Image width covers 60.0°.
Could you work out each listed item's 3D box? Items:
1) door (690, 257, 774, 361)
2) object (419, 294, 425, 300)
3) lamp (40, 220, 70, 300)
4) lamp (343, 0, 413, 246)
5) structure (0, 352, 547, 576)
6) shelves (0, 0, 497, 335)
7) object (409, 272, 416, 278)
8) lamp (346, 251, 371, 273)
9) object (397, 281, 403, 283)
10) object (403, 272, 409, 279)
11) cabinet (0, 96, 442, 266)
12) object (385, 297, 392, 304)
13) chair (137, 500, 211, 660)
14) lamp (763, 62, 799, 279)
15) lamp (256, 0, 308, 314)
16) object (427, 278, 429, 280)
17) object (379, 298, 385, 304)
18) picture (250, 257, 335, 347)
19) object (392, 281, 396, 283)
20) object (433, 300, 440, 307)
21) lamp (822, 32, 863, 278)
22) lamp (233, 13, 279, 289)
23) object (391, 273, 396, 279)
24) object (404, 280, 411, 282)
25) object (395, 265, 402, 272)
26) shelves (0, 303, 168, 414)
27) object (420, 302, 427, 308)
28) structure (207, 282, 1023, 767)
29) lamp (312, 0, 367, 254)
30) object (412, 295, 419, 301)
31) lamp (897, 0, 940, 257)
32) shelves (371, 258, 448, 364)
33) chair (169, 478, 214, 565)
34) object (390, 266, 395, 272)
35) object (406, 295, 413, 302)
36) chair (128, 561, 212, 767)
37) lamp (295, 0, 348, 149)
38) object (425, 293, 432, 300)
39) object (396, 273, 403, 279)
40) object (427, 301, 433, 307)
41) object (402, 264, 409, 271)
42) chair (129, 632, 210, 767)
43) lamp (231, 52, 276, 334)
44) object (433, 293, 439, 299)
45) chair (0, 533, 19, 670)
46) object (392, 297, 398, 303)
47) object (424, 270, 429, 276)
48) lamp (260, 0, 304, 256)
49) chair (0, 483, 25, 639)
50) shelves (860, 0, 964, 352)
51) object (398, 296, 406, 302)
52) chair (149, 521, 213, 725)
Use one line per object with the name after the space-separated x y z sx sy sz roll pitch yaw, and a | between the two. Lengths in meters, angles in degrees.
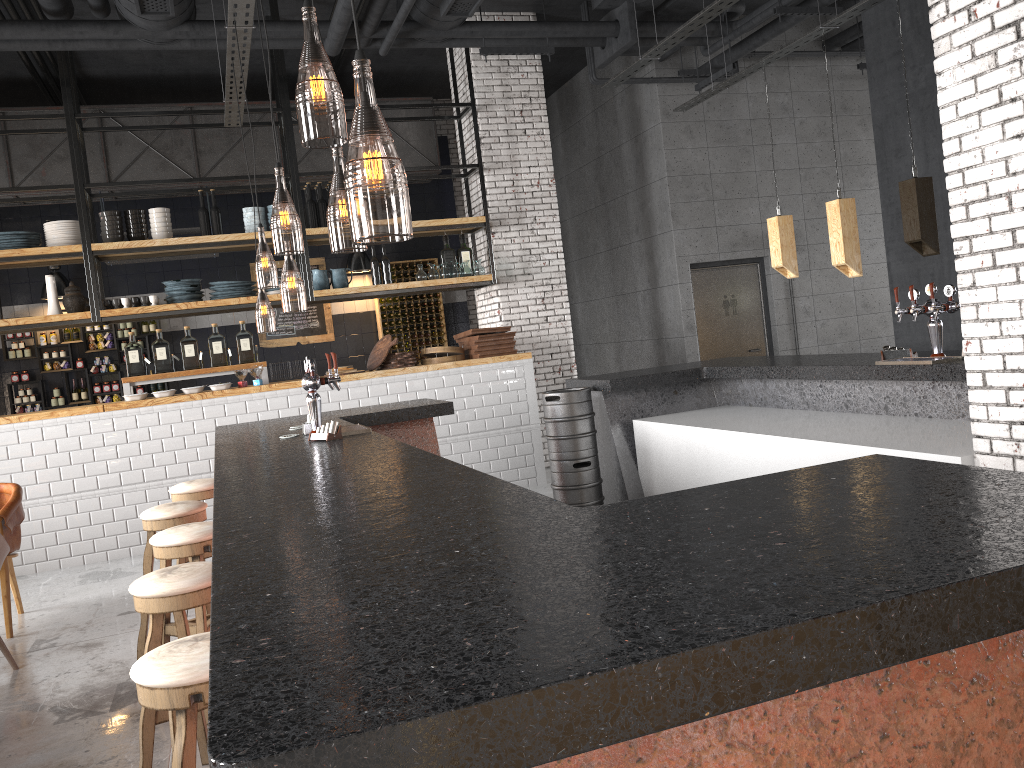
2.657 -0.442 10.731 1.121 2.101 0.158 -7 2 -18 | door
-1.227 -1.191 12.144 0.079 0.079 0.283 -7 3 -18 | object
-5.528 -1.503 10.684 0.390 0.936 0.390 -7 2 -16 | lamp
-0.314 -1.038 1.491 0.108 1.598 0.108 -6 2 14 | lamp
-2.696 0.713 8.514 5.804 1.345 1.511 -8 3 -18 | structure
-3.103 -2.201 8.477 5.681 3.064 0.597 -8 2 -18 | shelves
-1.351 -1.492 12.100 0.079 0.079 0.283 -7 3 -18 | object
-2.084 -1.964 11.799 0.390 0.936 0.390 -7 2 -16 | lamp
-1.512 -1.364 12.029 0.079 0.079 0.283 -7 3 -18 | object
-1.440 -1.480 12.070 0.079 0.079 0.283 -7 3 -18 | object
-3.768 -2.402 10.667 5.868 1.767 0.682 -8 2 -18 | cabinet
-1.659 -1.131 11.958 0.079 0.079 0.283 -7 3 -18 | object
-1.732 1.032 4.685 0.481 0.805 0.438 -9 3 -44 | chair
1.877 -1.521 6.339 0.127 1.546 0.127 -7 2 -18 | lamp
-1.031 -1.104 3.818 0.108 1.598 0.108 -8 2 -37 | lamp
-1.156 -1.411 12.148 0.079 0.079 0.283 -7 3 -18 | object
-1.754 -1.119 11.947 0.079 0.079 0.283 -7 3 -18 | object
-2.931 -1.085 11.851 0.981 1.141 0.020 -7 2 -18 | picture
-1.606 -1.352 12.014 0.079 0.079 0.283 -7 3 -18 | object
-1.031 -1.110 12.188 0.079 0.079 0.283 -7 3 -18 | object
2.087 -1.483 5.723 0.127 1.606 0.127 -7 2 -18 | lamp
-1.313 -1.273 4.414 0.108 1.598 0.108 -6 2 14 | lamp
-1.607 -1.456 11.978 0.079 0.079 0.283 -7 3 -18 | object
-1.417 -1.375 12.041 0.079 0.079 0.283 -7 3 -18 | object
-1.542 -1.572 12.041 0.079 0.079 0.283 -7 3 -18 | object
-5.217 -0.193 10.904 1.762 1.481 0.157 -7 2 -18 | shelves
-1.208 -1.086 12.128 0.079 0.079 0.283 -7 3 -18 | object
0.848 0.415 4.323 4.313 1.532 5.876 -8 3 -18 | structure
-0.563 -1.114 2.584 0.108 1.460 0.108 -5 2 43 | lamp
-1.310 -1.179 12.095 0.079 0.079 0.283 -7 3 -18 | object
2.289 -1.505 5.105 0.127 1.546 0.127 -7 2 -18 | lamp
-1.353 -0.604 12.145 0.890 2.147 0.251 -7 2 -18 | shelves
-1.997 1.015 5.608 0.480 0.805 0.439 -5 3 40 | chair
-1.625 -1.560 11.993 0.079 0.079 0.283 -7 3 -18 | object
-1.392 -1.167 12.047 0.079 0.079 0.283 -7 3 -18 | object
-1.160 1.048 3.090 0.439 0.805 0.480 -9 3 -44 | chair
-0.519 -1.340 1.993 0.108 1.598 0.108 -6 2 14 | lamp
-1.137 -1.203 12.169 0.079 0.079 0.283 -7 3 -18 | object
-1.524 -1.468 12.026 0.079 0.079 0.283 -7 3 -18 | object
-1.125 -1.099 12.173 0.079 0.079 0.283 -7 3 -18 | object
-1.447 -1.584 12.052 0.079 0.079 0.283 -7 3 -18 | object
-0.792 1.072 2.373 0.481 0.805 0.438 -8 3 -39 | chair
-1.476 -1.083 4.979 0.108 1.598 0.108 -6 2 14 | lamp
-1.040 -1.215 12.176 0.079 0.079 0.283 -7 3 -18 | object
-3.036 1.180 4.643 0.801 0.850 0.772 -5 3 31 | chair
-1.581 -1.143 12.021 0.079 0.079 0.283 -7 3 -18 | object
-1.166 -1.516 12.136 0.079 0.079 0.283 -7 3 -18 | object
-0.886 -1.256 3.132 0.108 1.598 0.108 -6 2 14 | lamp
-3.382 1.133 5.690 0.681 0.928 0.644 -7 2 4 | chair
4.430 -2.118 4.725 1.004 4.364 6.147 -7 3 -18 | shelves
-1.487 -1.155 12.036 0.079 0.079 0.283 -7 3 -18 | object
-1.439 1.033 4.005 0.438 0.805 0.481 -6 2 21 | chair
